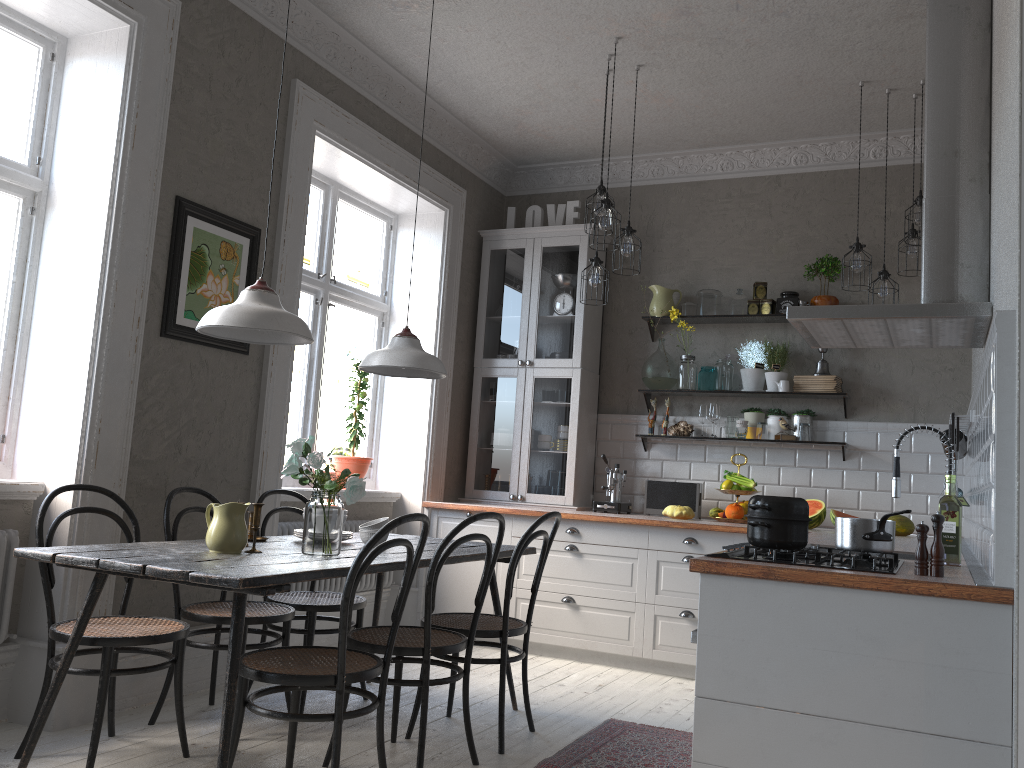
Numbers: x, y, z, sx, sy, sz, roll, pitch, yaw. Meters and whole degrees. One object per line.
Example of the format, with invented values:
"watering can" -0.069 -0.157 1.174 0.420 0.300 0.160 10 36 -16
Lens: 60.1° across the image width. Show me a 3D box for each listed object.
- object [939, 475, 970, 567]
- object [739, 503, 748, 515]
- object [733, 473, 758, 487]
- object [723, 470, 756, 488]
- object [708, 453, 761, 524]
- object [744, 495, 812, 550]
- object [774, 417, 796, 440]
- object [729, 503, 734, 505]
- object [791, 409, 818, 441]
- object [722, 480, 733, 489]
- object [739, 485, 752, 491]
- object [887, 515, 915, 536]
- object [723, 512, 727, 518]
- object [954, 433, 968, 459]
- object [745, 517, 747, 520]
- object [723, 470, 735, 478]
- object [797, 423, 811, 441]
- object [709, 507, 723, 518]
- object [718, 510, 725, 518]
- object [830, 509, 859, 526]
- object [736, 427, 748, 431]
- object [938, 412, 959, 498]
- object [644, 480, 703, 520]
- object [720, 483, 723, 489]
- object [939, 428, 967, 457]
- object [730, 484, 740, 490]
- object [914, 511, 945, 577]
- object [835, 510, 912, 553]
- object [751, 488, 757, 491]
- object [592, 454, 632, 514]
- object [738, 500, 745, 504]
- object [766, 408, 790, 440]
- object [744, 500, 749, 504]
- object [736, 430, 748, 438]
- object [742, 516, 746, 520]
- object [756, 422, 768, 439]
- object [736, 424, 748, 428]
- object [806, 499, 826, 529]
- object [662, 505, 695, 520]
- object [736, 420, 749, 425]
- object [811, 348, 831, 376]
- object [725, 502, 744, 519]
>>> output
"object" 1.378 0.425 2.760 0.088 0.282 0.083 1 -7 25
"object" 1.398 0.757 5.337 0.089 0.078 0.087 9 -8 -38
"object" 1.442 0.596 5.443 0.090 0.096 0.177 10 -9 -44
"object" 1.387 0.577 5.393 0.207 0.101 0.068 0 -7 31
"object" 1.382 0.636 5.417 0.349 0.426 0.354 3 -6 10
"object" 0.762 0.396 2.538 0.189 0.147 0.193 3 -6 5
"object" 1.702 0.281 5.490 0.119 0.147 0.100 5 -6 -7
"object" 1.394 0.772 5.474 0.157 0.076 0.077 9 -8 -38
"object" 1.828 0.262 5.544 0.156 0.213 0.155 1 -7 23
"object" 1.309 0.614 5.375 0.058 0.069 0.080 -2 -9 44
"object" 1.416 0.645 5.377 0.075 0.062 0.100 4 -6 -1
"object" 2.151 0.788 4.940 0.205 0.119 0.131 5 -6 -12
"object" 1.319 0.808 5.420 0.069 0.076 0.230 3 -6 8
"object" 2.172 0.285 4.336 0.106 0.161 0.139 1 -7 27
"object" 1.436 0.802 5.305 0.069 0.051 0.089 6 -6 -17
"object" 1.331 0.556 5.427 0.073 0.058 0.051 4 -6 2
"object" 1.791 0.297 5.427 0.077 0.108 0.079 2 -6 19
"object" 1.279 0.797 5.463 0.154 0.072 0.075 8 -7 -35
"object" 1.299 0.797 5.413 0.090 0.057 0.084 8 -7 -33
"object" 1.886 0.766 4.923 0.223 0.127 0.149 3 -6 8
"object" 1.441 0.299 5.553 0.076 0.051 0.078 2 -6 18
"object" 1.915 0.355 3.884 0.080 0.443 0.334 1 -7 26
"object" 1.019 0.731 5.608 0.346 0.226 0.089 1 -7 24
"object" 1.327 0.639 5.447 0.095 0.078 0.102 2 -6 12
"object" 2.108 0.269 4.224 0.106 0.161 0.139 -2 -8 42
"object" 1.351 0.639 5.369 0.062 0.061 0.067 1 -7 25
"object" 1.084 0.413 2.298 0.072 0.167 0.036 1 -7 25
"object" 1.103 0.436 2.635 0.178 0.134 0.298 7 -7 -30
"object" 1.466 0.647 5.388 0.051 0.050 0.050 0 -7 34
"object" 0.637 0.644 5.695 0.202 0.370 0.359 1 -7 26
"object" 1.420 0.760 5.455 0.084 0.093 0.088 1 -7 21
"object" 1.676 0.257 5.604 0.150 0.214 0.170 8 -7 -35
"object" 1.473 0.739 5.387 0.125 0.056 0.060 2 -6 17
"object" 1.440 0.316 5.551 0.076 0.051 0.078 2 -6 18
"object" 1.375 0.808 5.338 0.070 0.065 0.070 10 -8 -43
"object" 1.569 0.296 5.557 0.077 0.108 0.079 2 -6 19
"object" 1.442 0.282 5.555 0.075 0.051 0.079 -2 -8 44
"object" 1.679 0.745 5.076 0.222 0.174 0.231 9 -8 -43
"object" 1.012 0.778 5.377 0.194 0.083 0.192 1 -7 26
"object" 1.444 0.257 5.557 0.076 0.051 0.078 3 -6 11
"object" 1.931 -0.184 5.505 0.130 0.288 0.131 3 -6 10
"object" 1.328 0.758 5.284 0.113 0.111 0.111 5 -6 -7
